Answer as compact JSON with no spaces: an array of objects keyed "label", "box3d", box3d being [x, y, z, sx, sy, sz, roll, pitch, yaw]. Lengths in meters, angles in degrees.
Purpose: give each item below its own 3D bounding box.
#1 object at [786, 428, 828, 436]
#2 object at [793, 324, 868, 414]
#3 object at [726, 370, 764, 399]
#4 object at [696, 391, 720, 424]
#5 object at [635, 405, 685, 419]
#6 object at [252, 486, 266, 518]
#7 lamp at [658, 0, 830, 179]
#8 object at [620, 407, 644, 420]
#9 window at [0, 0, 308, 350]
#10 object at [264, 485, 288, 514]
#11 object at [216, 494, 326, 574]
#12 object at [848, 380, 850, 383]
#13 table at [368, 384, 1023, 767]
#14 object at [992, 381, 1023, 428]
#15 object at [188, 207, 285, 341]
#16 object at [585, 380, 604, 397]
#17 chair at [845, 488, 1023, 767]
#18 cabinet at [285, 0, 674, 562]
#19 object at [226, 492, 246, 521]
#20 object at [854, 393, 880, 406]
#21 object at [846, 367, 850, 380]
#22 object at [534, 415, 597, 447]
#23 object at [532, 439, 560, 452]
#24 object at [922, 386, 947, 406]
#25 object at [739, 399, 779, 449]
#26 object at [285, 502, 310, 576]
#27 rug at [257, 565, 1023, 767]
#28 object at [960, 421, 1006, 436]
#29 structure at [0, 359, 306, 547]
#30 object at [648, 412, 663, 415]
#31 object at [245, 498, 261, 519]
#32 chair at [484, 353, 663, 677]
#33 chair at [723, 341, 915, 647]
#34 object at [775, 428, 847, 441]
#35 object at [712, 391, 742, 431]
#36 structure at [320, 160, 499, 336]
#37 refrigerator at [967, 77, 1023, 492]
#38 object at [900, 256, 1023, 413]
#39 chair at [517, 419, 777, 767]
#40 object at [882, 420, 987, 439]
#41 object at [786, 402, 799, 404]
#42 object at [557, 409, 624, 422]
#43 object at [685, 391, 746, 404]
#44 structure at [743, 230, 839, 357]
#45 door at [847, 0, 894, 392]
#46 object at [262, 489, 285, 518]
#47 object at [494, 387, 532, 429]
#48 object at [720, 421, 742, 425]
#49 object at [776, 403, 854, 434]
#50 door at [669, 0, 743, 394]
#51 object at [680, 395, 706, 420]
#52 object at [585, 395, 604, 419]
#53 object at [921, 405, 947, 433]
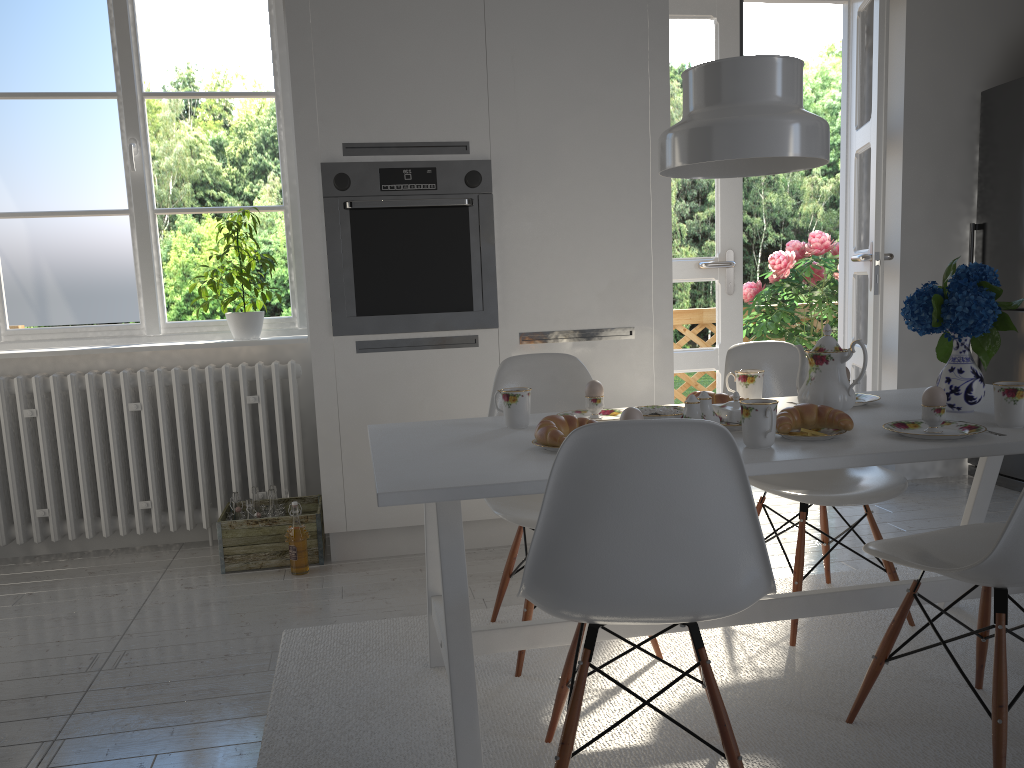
[{"label":"object","box3d":[0.629,0.101,1.879,0.070,0.036,0.108,-3,7,-2]},{"label":"object","box3d":[0.747,-0.027,2.088,0.140,0.232,0.148,-1,8,8]},{"label":"object","box3d":[0.635,0.013,2.389,0.091,0.096,0.078,-4,8,-11]},{"label":"object","box3d":[0.426,0.066,1.963,0.065,0.102,0.069,-4,8,-10]},{"label":"object","box3d":[0.340,0.081,2.057,0.158,0.059,0.157,-5,7,-20]},{"label":"object","box3d":[-1.013,0.534,3.526,0.065,0.257,0.065,3,10,32]},{"label":"lamp","box3d":[0.493,-1.144,1.906,0.373,1.330,0.371,1,9,21]},{"label":"object","box3d":[0.236,0.076,1.748,0.048,0.063,0.048,-3,8,-6]},{"label":"window","box3d":[-1.539,-0.925,3.617,1.285,1.572,0.116,-4,9,-10]},{"label":"object","box3d":[-0.944,0.530,3.538,0.065,0.257,0.065,-1,8,6]},{"label":"object","box3d":[-0.924,0.575,3.444,0.373,0.204,0.318,-4,7,-10]},{"label":"object","box3d":[0.879,0.018,2.371,0.048,0.058,0.047,2,9,30]},{"label":"table","box3d":[0.602,0.423,2.150,1.825,0.664,0.810,-4,7,-10]},{"label":"object","box3d":[1.094,0.045,1.931,0.091,0.096,0.078,-5,8,-16]},{"label":"object","box3d":[-1.131,-0.443,3.624,0.374,0.533,0.326,-5,8,-19]},{"label":"object","box3d":[0.209,0.021,2.249,0.048,0.063,0.048,-3,8,-6]},{"label":"chair","box3d":[1.012,0.375,1.796,0.464,0.805,0.540,-5,8,-21]},{"label":"cabinet","box3d":[-0.106,-0.427,3.536,1.377,2.108,0.510,-4,9,-10]},{"label":"object","box3d":[-1.064,0.545,3.441,0.065,0.257,0.065,0,9,16]},{"label":"object","box3d":[0.880,0.044,2.376,0.201,0.016,0.200,-3,6,-5]},{"label":"object","box3d":[0.878,-0.020,2.365,0.048,0.063,0.048,-3,8,-6]},{"label":"object","box3d":[0.115,0.098,1.914,0.124,0.058,0.160,4,9,44]},{"label":"object","box3d":[0.121,0.129,1.902,0.157,0.016,0.157,-8,8,-40]},{"label":"object","box3d":[0.892,0.035,1.873,0.048,0.063,0.048,-3,8,-6]},{"label":"object","box3d":[0.503,0.083,1.811,0.078,0.096,0.090,1,8,26]},{"label":"object","box3d":[-0.782,0.561,3.231,0.065,0.268,0.065,3,10,31]},{"label":"rug","box3d":[0.572,0.755,2.193,2.308,0.004,1.419,-3,7,-10]},{"label":"object","box3d":[1.002,0.095,1.898,0.032,0.011,0.139,-3,6,-7]},{"label":"structure","box3d":[-1.882,0.338,3.507,2.099,0.765,0.174,-4,9,-10]},{"label":"object","box3d":[0.342,0.070,1.997,0.031,0.032,0.137,3,8,34]},{"label":"object","box3d":[-0.975,0.555,3.319,0.065,0.257,0.065,-9,11,-37]},{"label":"chair","box3d":[0.144,0.331,2.506,0.464,0.805,0.540,-4,8,-11]},{"label":"chair","box3d":[0.872,0.287,2.633,0.464,0.805,0.540,-5,8,-16]},{"label":"object","box3d":[0.639,0.106,1.912,0.158,0.016,0.157,-2,6,0]},{"label":"object","box3d":[0.525,0.058,2.076,0.140,0.084,0.186,-4,7,-10]},{"label":"structure","box3d":[-0.327,-0.509,3.343,0.726,0.612,0.320,-4,8,-10]},{"label":"refrigerator","box3d":[2.538,-0.437,3.983,0.694,1.810,0.573,-4,8,-10]},{"label":"object","box3d":[1.085,-0.121,2.148,0.236,0.379,0.264,-3,8,-8]},{"label":"chair","box3d":[0.245,0.421,1.670,0.465,0.805,0.539,-2,8,4]},{"label":"object","box3d":[0.895,0.099,1.882,0.201,0.016,0.200,-3,6,-5]},{"label":"object","box3d":[0.774,0.052,2.360,0.032,0.011,0.139,-3,6,-7]},{"label":"object","box3d":[0.212,0.085,2.259,0.200,0.016,0.200,2,8,35]},{"label":"object","box3d":[0.513,0.043,2.260,0.160,0.058,0.123,4,9,44]},{"label":"structure","box3d":[2.002,-0.371,5.923,1.175,1.287,1.256,-4,8,-9]},{"label":"door","box3d":[1.646,-0.685,4.133,0.156,2.340,0.598,-1,9,10]},{"label":"object","box3d":[-0.931,0.537,3.467,0.065,0.257,0.065,-1,8,6]},{"label":"object","box3d":[0.009,0.060,2.201,0.078,0.096,0.090,-6,8,-23]},{"label":"object","box3d":[0.487,0.087,2.020,0.022,0.001,0.179,-7,8,-36]},{"label":"object","box3d":[0.647,0.075,1.923,0.161,0.058,0.123,-2,7,5]},{"label":"door","box3d":[0.823,-0.667,4.275,0.602,2.340,0.156,-4,9,-10]},{"label":"object","box3d":[0.388,0.073,1.908,0.065,0.102,0.069,-4,8,-10]},{"label":"object","box3d":[0.211,0.058,2.255,0.048,0.058,0.047,2,9,30]},{"label":"object","box3d":[0.894,0.073,1.878,0.048,0.058,0.047,2,9,30]}]
